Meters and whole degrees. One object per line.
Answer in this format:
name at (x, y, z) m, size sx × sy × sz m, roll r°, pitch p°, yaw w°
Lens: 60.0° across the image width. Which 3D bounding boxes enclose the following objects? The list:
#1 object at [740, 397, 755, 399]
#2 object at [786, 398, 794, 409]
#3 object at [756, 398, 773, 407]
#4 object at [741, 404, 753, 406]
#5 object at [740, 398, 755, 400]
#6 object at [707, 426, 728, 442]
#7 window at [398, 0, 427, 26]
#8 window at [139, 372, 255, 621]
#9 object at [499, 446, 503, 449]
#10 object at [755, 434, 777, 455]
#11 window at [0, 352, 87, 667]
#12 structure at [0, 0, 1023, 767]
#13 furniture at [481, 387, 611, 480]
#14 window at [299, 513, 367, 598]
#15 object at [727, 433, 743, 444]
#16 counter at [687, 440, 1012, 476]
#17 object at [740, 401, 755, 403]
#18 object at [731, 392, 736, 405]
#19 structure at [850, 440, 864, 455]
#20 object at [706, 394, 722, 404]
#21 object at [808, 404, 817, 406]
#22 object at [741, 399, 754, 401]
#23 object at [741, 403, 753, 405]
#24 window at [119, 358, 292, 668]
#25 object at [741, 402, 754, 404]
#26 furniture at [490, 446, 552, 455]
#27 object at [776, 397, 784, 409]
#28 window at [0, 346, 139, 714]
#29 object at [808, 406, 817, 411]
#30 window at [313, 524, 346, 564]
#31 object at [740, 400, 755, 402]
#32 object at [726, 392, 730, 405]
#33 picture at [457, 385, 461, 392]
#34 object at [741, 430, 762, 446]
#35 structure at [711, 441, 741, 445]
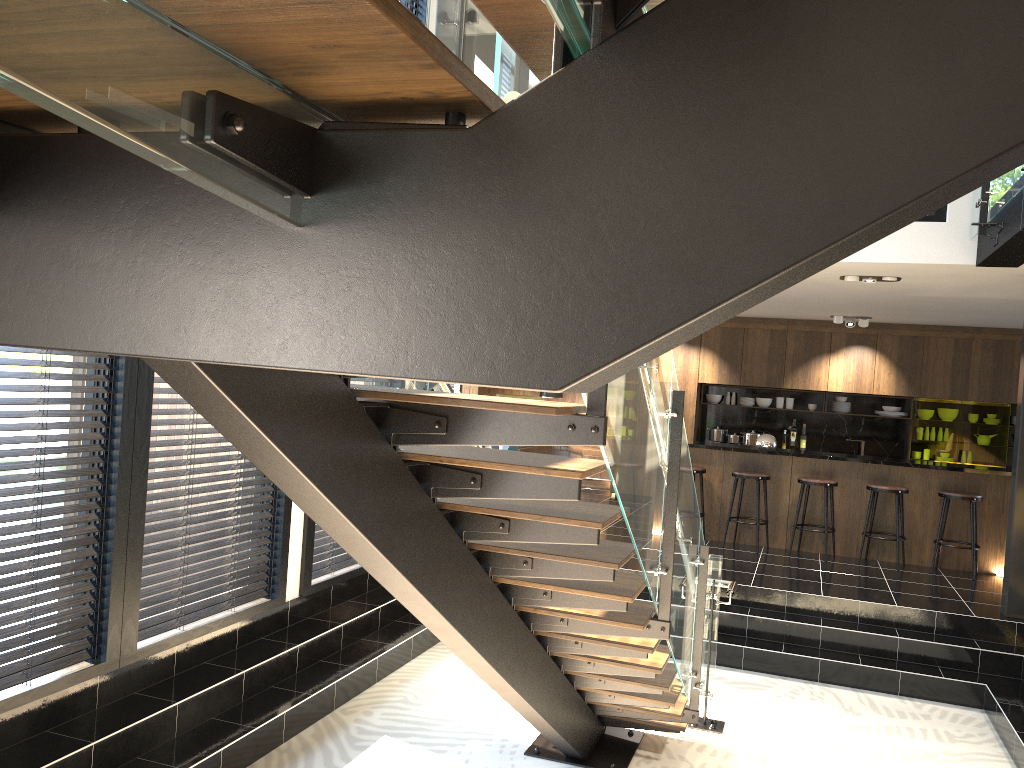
object at (3.427, 0.216, 12.902) m, size 0.220 × 0.033 × 0.220 m, roll 4°, pitch 0°, yaw 15°
object at (3.980, 0.280, 12.701) m, size 0.109 × 0.161 × 0.109 m, roll 4°, pitch 1°, yaw 31°
object at (3.648, 0.275, 12.837) m, size 0.234 × 0.138 × 0.234 m, roll 4°, pitch 1°, yaw 38°
object at (3.421, 0.309, 12.904) m, size 0.220 × 0.033 × 0.220 m, roll 4°, pitch 0°, yaw 15°
object at (3.427, 0.228, 12.902) m, size 0.220 × 0.033 × 0.220 m, roll 4°, pitch 0°, yaw 15°
object at (2.990, 0.726, 12.925) m, size 0.255 × 0.218 × 0.236 m, roll 4°, pitch 1°, yaw -24°
window at (-1.096, -2.617, 6.722) m, size 0.358 × 2.476 × 1.393 m, roll 4°, pitch 1°, yaw 19°
window at (-1.884, 0.195, 5.242) m, size 0.005 × 2.297 × 1.313 m, roll 4°, pitch 1°, yaw 19°
object at (-0.146, 0.845, 9.339) m, size 0.319 × 0.398 × 0.316 m, roll 4°, pitch 1°, yaw -5°
object at (2.716, 0.644, 9.476) m, size 0.227 × 0.228 × 0.227 m, roll 4°, pitch 1°, yaw -21°
window at (-2.360, 0.166, 3.824) m, size 0.005 × 2.297 × 1.313 m, roll 4°, pitch 1°, yaw 19°
structure at (1.143, 0.164, 3.583) m, size 3.446 × 4.869 × 7.280 m, roll 4°, pitch 0°, yaw 18°
furniture at (0.767, 0.284, 14.848) m, size 2.638 × 2.335 × 1.174 m, roll 4°, pitch 1°, yaw 18°
window at (-1.297, 0.231, 6.771) m, size 0.358 × 2.476 × 1.393 m, roll 4°, pitch 1°, yaw 19°
object at (3.201, 0.780, 12.758) m, size 0.210 × 0.143 × 0.195 m, roll 4°, pitch 1°, yaw -24°
counter at (3.360, 0.767, 9.454) m, size 3.572 × 0.041 × 0.698 m, roll 4°, pitch 0°, yaw 19°
object at (3.423, 0.274, 12.903) m, size 0.220 × 0.033 × 0.220 m, roll 4°, pitch 0°, yaw 15°
object at (3.241, 0.214, 12.974) m, size 0.060 × 0.185 × 0.060 m, roll 4°, pitch 1°, yaw -13°
structure at (4.708, 0.890, 12.162) m, size 0.242 × 0.231 × 0.173 m, roll 4°, pitch 1°, yaw 18°
object at (2.972, 0.224, 13.064) m, size 0.234 × 0.138 × 0.234 m, roll 4°, pitch 0°, yaw 21°
object at (4.280, 0.322, 12.625) m, size 0.122 × 0.072 × 0.122 m, roll 4°, pitch 1°, yaw 44°
object at (3.426, 0.241, 12.903) m, size 0.220 × 0.033 × 0.220 m, roll 4°, pitch 0°, yaw 15°
object at (3.422, 0.296, 12.904) m, size 0.220 × 0.033 × 0.220 m, roll 4°, pitch 0°, yaw 15°
window at (-1.820, 0.200, 5.211) m, size 0.358 × 2.476 × 1.498 m, roll 4°, pitch 1°, yaw 19°
object at (3.423, 0.284, 12.903) m, size 0.220 × 0.033 × 0.220 m, roll 4°, pitch 0°, yaw 15°
furniture at (-0.945, 1.062, 11.457) m, size 2.608 × 0.822 × 1.365 m, roll 4°, pitch 0°, yaw 19°
object at (3.853, 0.271, 12.744) m, size 0.109 × 0.161 × 0.109 m, roll 4°, pitch 1°, yaw 1°
window at (-2.295, 0.171, 3.793) m, size 0.358 × 2.476 × 1.498 m, roll 4°, pitch 1°, yaw 19°
object at (4.279, 0.346, 12.625) m, size 0.122 × 0.072 × 0.122 m, roll 4°, pitch 1°, yaw 44°
window at (-1.362, 0.226, 6.801) m, size 0.005 × 2.297 × 1.221 m, roll 4°, pitch 1°, yaw 19°
object at (3.424, 0.261, 12.903) m, size 0.220 × 0.033 × 0.220 m, roll 4°, pitch 0°, yaw 15°
object at (3.169, 0.209, 12.998) m, size 0.060 × 0.185 × 0.060 m, roll 3°, pitch 1°, yaw -40°
picture at (-1.196, -0.010, 14.724) m, size 0.748 × 0.911 × 0.028 m, roll 4°, pitch 1°, yaw 19°
object at (3.410, 0.766, 12.566) m, size 0.300 × 0.218 × 0.278 m, roll 4°, pitch 1°, yaw -39°
structure at (3.251, 0.878, 12.736) m, size 0.877 × 0.046 × 0.533 m, roll 4°, pitch 0°, yaw 19°
